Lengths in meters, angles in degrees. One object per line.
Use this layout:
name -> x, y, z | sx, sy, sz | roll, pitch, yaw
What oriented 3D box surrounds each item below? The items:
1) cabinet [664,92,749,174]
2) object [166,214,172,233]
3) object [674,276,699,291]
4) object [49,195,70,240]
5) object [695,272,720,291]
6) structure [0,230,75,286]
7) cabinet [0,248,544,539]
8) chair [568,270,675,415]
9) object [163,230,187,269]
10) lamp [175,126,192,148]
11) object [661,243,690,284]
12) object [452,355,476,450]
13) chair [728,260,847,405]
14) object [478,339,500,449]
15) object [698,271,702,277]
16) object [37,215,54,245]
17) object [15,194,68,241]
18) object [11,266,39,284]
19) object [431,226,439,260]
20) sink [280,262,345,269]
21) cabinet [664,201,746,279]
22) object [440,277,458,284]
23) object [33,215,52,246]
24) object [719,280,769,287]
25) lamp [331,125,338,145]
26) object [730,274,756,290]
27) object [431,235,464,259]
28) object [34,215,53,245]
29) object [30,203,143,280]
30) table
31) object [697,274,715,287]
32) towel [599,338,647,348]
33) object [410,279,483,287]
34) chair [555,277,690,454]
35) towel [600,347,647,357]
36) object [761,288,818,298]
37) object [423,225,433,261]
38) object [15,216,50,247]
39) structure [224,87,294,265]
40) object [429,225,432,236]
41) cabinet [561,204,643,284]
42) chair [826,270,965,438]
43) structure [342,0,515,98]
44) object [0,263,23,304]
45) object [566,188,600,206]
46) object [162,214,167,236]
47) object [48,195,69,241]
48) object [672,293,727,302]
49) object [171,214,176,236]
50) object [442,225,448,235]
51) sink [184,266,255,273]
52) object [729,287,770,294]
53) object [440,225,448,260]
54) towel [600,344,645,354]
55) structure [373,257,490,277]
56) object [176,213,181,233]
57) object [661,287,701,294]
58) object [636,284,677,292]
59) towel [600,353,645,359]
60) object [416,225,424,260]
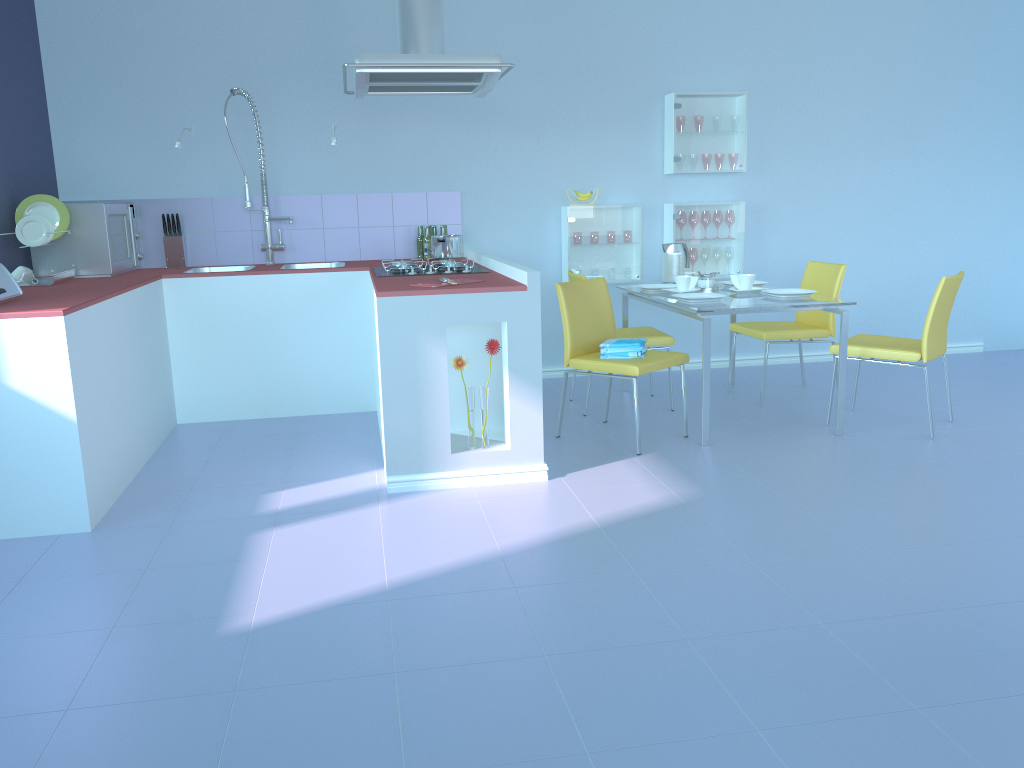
cabinet -> 1.136, -1.465, 5.190 | 0.450, 0.450, 0.173 | -4, 12, -10
object -> -1.851, -0.788, 4.805 | 0.019, 0.265, 0.038 | -2, 12, 0
object -> 0.846, -0.486, 4.348 | 0.091, 0.083, 0.111 | -8, 13, -27
object -> -2.159, -0.765, 4.091 | 0.220, 0.214, 0.053 | -4, 12, -13
object -> 1.006, -0.520, 4.507 | 0.166, 0.081, 0.123 | -5, 12, -18
structure -> -2.117, -0.568, 3.977 | 0.194, 0.225, 0.408 | -4, 12, -13
cabinet -> -1.127, -0.130, 4.029 | 2.200, 0.800, 2.139 | -4, 12, -10
chair -> 0.544, -0.234, 4.556 | 0.484, 0.695, 0.387 | -3, 12, -7
object -> -1.833, -0.731, 4.813 | 0.100, 0.200, 0.109 | -4, 12, -10
lamp -> -1.701, -1.283, 4.595 | 0.037, 0.134, 0.400 | -4, 12, -10
object -> 0.872, -0.644, 4.774 | 0.132, 0.222, 0.146 | 6, 14, 32
object -> -0.178, 0.072, 3.362 | 0.085, 0.365, 0.050 | -4, 12, -12
chair -> 1.456, -0.285, 4.686 | 0.484, 0.695, 0.387 | -4, 12, -12
object -> -0.087, 0.039, 3.358 | 0.090, 0.427, 0.054 | 3, 12, 22
object -> 0.962, -0.531, 4.475 | 0.023, 0.079, 0.077 | 10, 16, 44
object -> -2.126, -0.686, 3.974 | 0.140, 0.136, 0.039 | -4, 12, -14
object -> -2.149, -0.757, 4.051 | 0.220, 0.214, 0.053 | -4, 12, -13
object -> -2.134, -0.473, 3.863 | 0.097, 0.082, 0.083 | 3, 13, 23
object -> -0.429, -0.785, 4.926 | 0.052, 0.187, 0.052 | 0, 12, 9
sink -> -1.052, -0.545, 4.730 | 0.326, 0.172, 0.428 | -3, 12, -9
cabinet -> 1.153, -0.858, 5.314 | 0.450, 0.450, 0.173 | -4, 12, -10
object -> -0.260, -0.408, 3.484 | 0.041, 0.009, 0.375 | -4, 12, -13
object -> -2.115, -0.677, 3.928 | 0.140, 0.136, 0.039 | -4, 12, -14
object -> 1.210, -0.521, 4.635 | 0.228, 0.020, 0.228 | -4, 12, -13
lamp -> -0.946, -1.329, 4.723 | 0.037, 0.134, 0.400 | -4, 12, -10
object -> 1.141, -0.494, 4.351 | 0.091, 0.083, 0.111 | -10, 15, -37
object -> -0.313, -0.667, 4.301 | 0.157, 0.106, 0.170 | -7, 13, -26
object -> -2.121, -0.682, 3.951 | 0.140, 0.136, 0.039 | -4, 12, -14
object -> -2.145, -0.736, 4.500 | 0.367, 0.350, 0.611 | -4, 12, -10
table -> 1.037, -0.155, 4.397 | 0.730, 0.590, 1.173 | -4, 12, -10
object -> 0.985, -0.519, 4.500 | 0.090, 0.071, 0.087 | 10, 16, 44
towel -> 0.491, -0.179, 3.924 | 0.195, 0.033, 0.190 | 2, 12, 16
object -> -0.251, -0.391, 3.430 | 0.151, 0.006, 0.269 | 9, 15, 41
chair -> 0.477, -0.106, 3.941 | 0.484, 0.695, 0.387 | 9, 16, 43
towel -> 0.496, -0.148, 3.927 | 0.195, 0.024, 0.201 | 2, 12, 15
object -> 1.297, -0.425, 4.155 | 0.228, 0.020, 0.228 | -4, 12, -13
object -> -0.463, -0.774, 4.871 | 0.052, 0.190, 0.052 | 10, 16, 44
object -> -2.109, -0.673, 3.905 | 0.140, 0.136, 0.039 | -4, 12, -14
structure -> -1.331, -1.090, 4.707 | 0.308, 0.920, 0.178 | -4, 12, -11
object -> -0.461, -0.796, 4.977 | 0.052, 0.190, 0.052 | 10, 16, 44
cabinet -> 0.531, -0.820, 5.209 | 0.450, 0.450, 0.173 | -4, 12, -10
chair -> 1.756, -0.162, 4.046 | 0.484, 0.695, 0.387 | 7, 15, 37
structure -> -0.416, -1.776, 3.897 | 0.695, 0.962, 0.895 | -4, 12, -10
object -> -1.879, -0.347, 3.054 | 0.235, 0.153, 0.364 | -3, 12, -9
object -> 0.413, -1.083, 5.145 | 0.203, 0.100, 0.077 | -5, 12, -17
object -> -1.873, -0.787, 4.801 | 0.019, 0.265, 0.037 | -6, 12, -19
object -> -2.154, -0.761, 4.071 | 0.220, 0.214, 0.053 | -4, 12, -13
object -> 0.859, -0.396, 4.071 | 0.228, 0.020, 0.228 | -4, 12, -13
object -> -1.828, -0.789, 4.809 | 0.019, 0.265, 0.038 | -2, 12, 0
object -> -0.374, -0.794, 4.964 | 0.052, 0.187, 0.052 | 0, 12, 9
sink -> -1.519, -0.517, 4.651 | 0.326, 0.172, 0.428 | -4, 12, -10
object -> 1.130, -0.460, 4.349 | 0.190, 0.020, 0.194 | -8, 13, -28
object -> -0.378, -0.780, 4.896 | 0.052, 0.187, 0.052 | 0, 12, 9
towel -> 0.492, -0.163, 3.924 | 0.195, 0.027, 0.192 | 1, 12, 11
structure -> -0.391, -0.555, 4.147 | 0.500, 0.047, 0.600 | -4, 12, -10
object -> -1.805, -0.791, 4.812 | 0.019, 0.265, 0.037 | -2, 12, 0
object -> 0.860, -0.455, 4.362 | 0.190, 0.020, 0.194 | -5, 12, -18
object -> 0.760, -0.495, 4.566 | 0.228, 0.020, 0.228 | -3, 12, -8
towel -> 0.491, -0.134, 3.927 | 0.195, 0.024, 0.201 | 0, 12, 9
object -> -0.504, -0.783, 4.921 | 0.052, 0.190, 0.052 | 10, 16, 44
